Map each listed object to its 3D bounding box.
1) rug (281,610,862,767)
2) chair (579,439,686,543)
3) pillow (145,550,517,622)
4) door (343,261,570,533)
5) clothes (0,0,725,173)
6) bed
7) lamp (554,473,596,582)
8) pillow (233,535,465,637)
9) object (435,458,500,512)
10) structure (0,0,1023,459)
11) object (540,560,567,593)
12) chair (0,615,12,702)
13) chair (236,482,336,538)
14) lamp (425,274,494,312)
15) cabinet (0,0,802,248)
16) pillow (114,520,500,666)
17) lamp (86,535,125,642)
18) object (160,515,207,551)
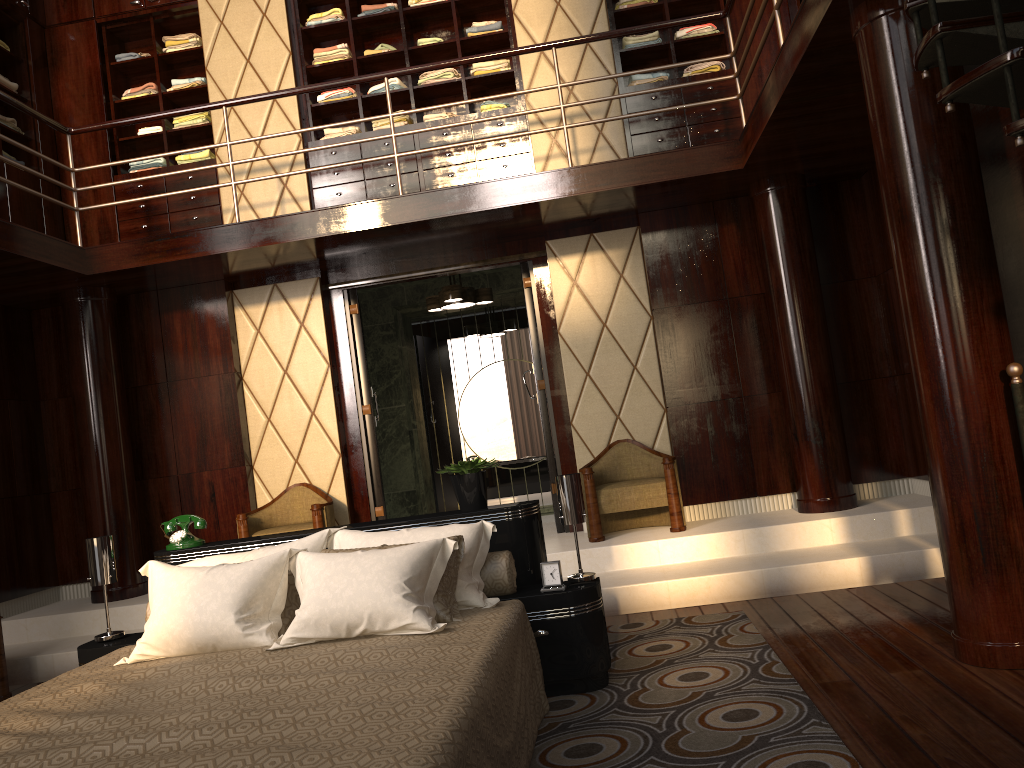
[{"bbox_3d":[-0.578,1.146,2.316,2.910,0.006,3.735,-8,-4,5],"label":"rug"},{"bbox_3d":[0.696,0.603,5.239,0.571,0.550,0.462,-8,-4,5],"label":"chair"},{"bbox_3d":[-0.675,0.778,3.291,1.396,0.167,0.173,-8,-4,6],"label":"pillow"},{"bbox_3d":[-0.404,0.192,6.223,1.435,1.820,0.828,-8,-4,4],"label":"door"},{"bbox_3d":[-1.120,-2.127,6.103,4.996,0.954,0.818,-8,-4,-2],"label":"clothes"},{"bbox_3d":[-0.744,0.846,2.466,1.985,0.660,2.381,-8,-4,5],"label":"bed"},{"bbox_3d":[0.230,0.525,3.262,0.106,0.385,0.109,-9,-4,13],"label":"lamp"},{"bbox_3d":[-0.682,0.703,2.954,1.123,0.271,0.293,-8,-4,6],"label":"pillow"},{"bbox_3d":[-0.164,0.397,3.521,0.256,0.205,0.241,-7,-4,-13],"label":"object"},{"bbox_3d":[-0.633,-0.353,3.965,6.107,3.189,3.750,-8,-4,5],"label":"structure"},{"bbox_3d":[0.141,0.682,3.140,0.088,0.103,0.034,-9,-4,14],"label":"object"},{"bbox_3d":[-2.730,1.282,4.129,0.462,0.550,0.571,-8,-4,5],"label":"chair"},{"bbox_3d":[-1.346,0.895,5.437,0.571,0.550,0.462,-8,-4,5],"label":"chair"},{"bbox_3d":[-0.464,-0.741,6.631,0.467,0.347,0.515,-10,-4,35],"label":"lamp"},{"bbox_3d":[-0.762,-2.188,5.342,6.767,2.432,2.576,-8,-4,5],"label":"cabinet"},{"bbox_3d":[-0.708,0.683,2.983,1.322,0.320,0.685,-8,-4,7],"label":"pillow"},{"bbox_3d":[-1.561,0.780,3.401,0.106,0.385,0.109,-9,-4,13],"label":"lamp"},{"bbox_3d":[-1.342,0.603,3.636,0.158,0.131,0.178,-6,-4,-32],"label":"object"}]
